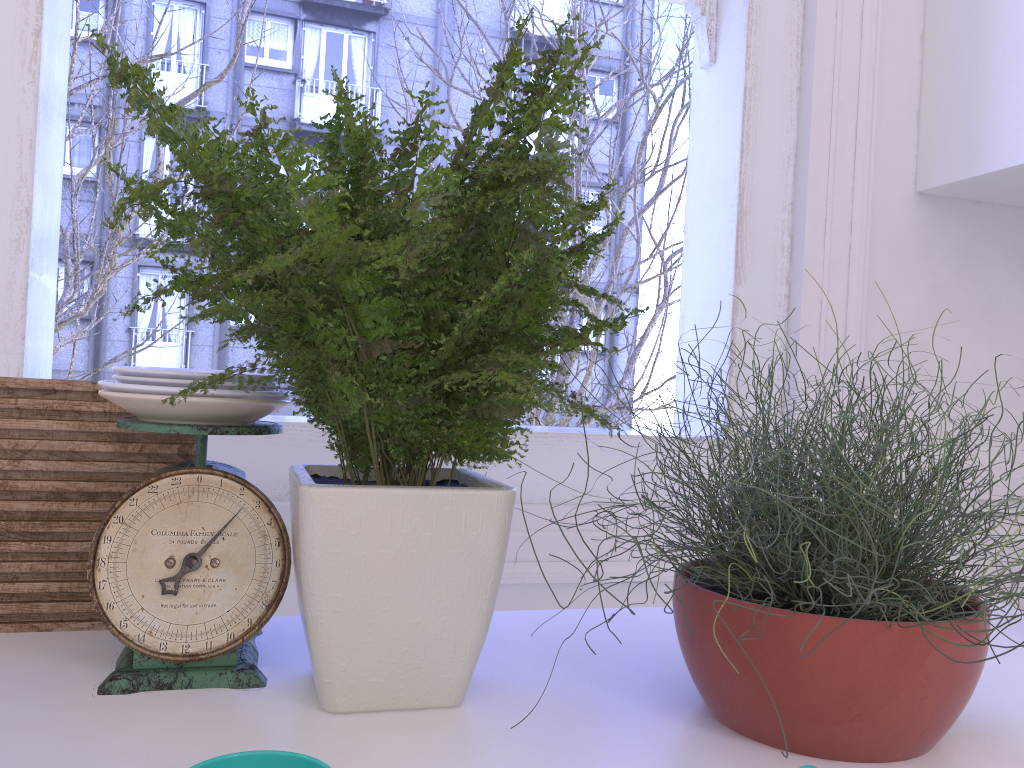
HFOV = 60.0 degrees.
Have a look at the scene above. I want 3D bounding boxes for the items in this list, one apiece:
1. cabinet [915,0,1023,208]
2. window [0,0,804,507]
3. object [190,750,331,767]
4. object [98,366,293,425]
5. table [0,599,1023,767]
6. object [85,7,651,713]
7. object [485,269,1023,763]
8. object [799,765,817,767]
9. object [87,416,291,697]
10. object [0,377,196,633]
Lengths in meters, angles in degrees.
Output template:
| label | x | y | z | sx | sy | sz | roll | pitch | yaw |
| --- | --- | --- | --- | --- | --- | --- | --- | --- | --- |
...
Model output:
| label | x | y | z | sx | sy | sz | roll | pitch | yaw |
| --- | --- | --- | --- | --- | --- | --- | --- | --- | --- |
| cabinet | 1.170 | -0.953 | 1.418 | 0.823 | 1.311 | 0.425 | 3 | 0 | -17 |
| window | -0.128 | -0.719 | 1.374 | 1.234 | 1.782 | 0.181 | 3 | 0 | -17 |
| object | -0.125 | 0.219 | 0.426 | 0.121 | 0.055 | 0.121 | 3 | 0 | 23 |
| object | -0.278 | 0.010 | 0.788 | 0.164 | 0.047 | 0.163 | 3 | 0 | 32 |
| table | 0.014 | 0.565 | 0.625 | 1.514 | 0.619 | 0.736 | 3 | 0 | -17 |
| object | -0.097 | -0.015 | 0.712 | 0.438 | 0.527 | 0.368 | 3 | 0 | -17 |
| object | 0.267 | 0.103 | 0.725 | 0.668 | 0.367 | 0.531 | 3 | 0 | 7 |
| object | 0.157 | 0.219 | 0.408 | 0.069 | 0.059 | 0.082 | 3 | 0 | -39 |
| object | -0.278 | 0.137 | 0.779 | 0.159 | 0.208 | 0.185 | 3 | 0 | -17 |
| object | -0.457 | 0.113 | 0.835 | 0.294 | 0.237 | 0.028 | 3 | 0 | -17 |
